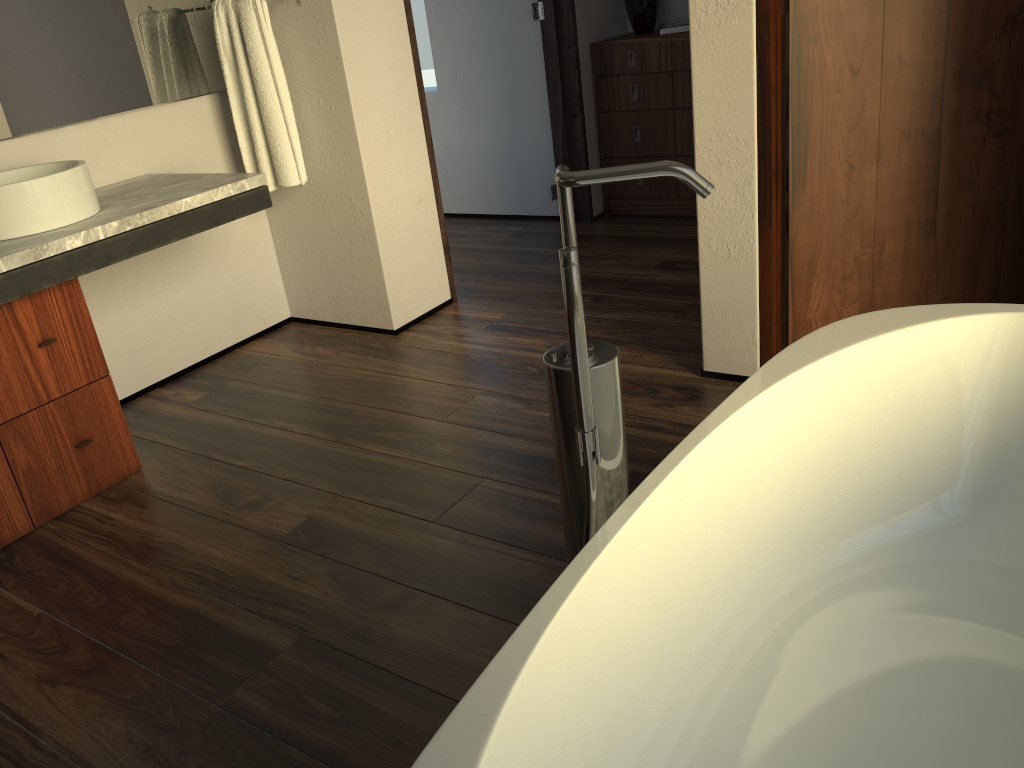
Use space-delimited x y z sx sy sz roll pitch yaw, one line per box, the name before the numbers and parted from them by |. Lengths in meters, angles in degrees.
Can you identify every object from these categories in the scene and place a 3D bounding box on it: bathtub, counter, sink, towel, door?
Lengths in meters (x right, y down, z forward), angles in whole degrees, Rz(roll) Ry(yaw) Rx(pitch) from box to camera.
bathtub | 0.489 0.417 1.012 0.782 0.484 1.587 9 30 34
counter | -1.578 -0.153 1.993 0.601 0.101 2.213 9 30 34
sink | -1.297 -0.489 2.350 0.362 0.130 0.354 -2 25 14
towel | -0.849 -0.963 2.973 0.158 0.634 0.263 -23 28 -31
door | 0.994 -0.926 2.003 0.747 1.942 0.455 10 29 34

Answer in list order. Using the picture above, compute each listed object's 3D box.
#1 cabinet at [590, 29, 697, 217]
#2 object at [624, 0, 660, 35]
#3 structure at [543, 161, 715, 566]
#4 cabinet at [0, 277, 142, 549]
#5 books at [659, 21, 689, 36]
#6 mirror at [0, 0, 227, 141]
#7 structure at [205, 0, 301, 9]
cabinet | 0.984 -1.182 3.971 1.165 0.798 0.395 9 29 35
object | 0.585 -1.805 3.999 0.167 0.416 0.174 -26 30 -35
structure | 0.125 0.130 1.260 0.242 0.895 0.279 -13 24 -11
cabinet | -1.458 0.074 2.295 0.524 0.598 0.646 9 30 34
books | 0.898 -1.587 3.881 0.503 0.034 0.245 -3 25 13
mirror | -2.169 -0.751 1.503 0.018 1.149 3.996 9 30 34
structure | -0.861 -1.259 2.901 0.378 0.088 0.100 9 30 35
